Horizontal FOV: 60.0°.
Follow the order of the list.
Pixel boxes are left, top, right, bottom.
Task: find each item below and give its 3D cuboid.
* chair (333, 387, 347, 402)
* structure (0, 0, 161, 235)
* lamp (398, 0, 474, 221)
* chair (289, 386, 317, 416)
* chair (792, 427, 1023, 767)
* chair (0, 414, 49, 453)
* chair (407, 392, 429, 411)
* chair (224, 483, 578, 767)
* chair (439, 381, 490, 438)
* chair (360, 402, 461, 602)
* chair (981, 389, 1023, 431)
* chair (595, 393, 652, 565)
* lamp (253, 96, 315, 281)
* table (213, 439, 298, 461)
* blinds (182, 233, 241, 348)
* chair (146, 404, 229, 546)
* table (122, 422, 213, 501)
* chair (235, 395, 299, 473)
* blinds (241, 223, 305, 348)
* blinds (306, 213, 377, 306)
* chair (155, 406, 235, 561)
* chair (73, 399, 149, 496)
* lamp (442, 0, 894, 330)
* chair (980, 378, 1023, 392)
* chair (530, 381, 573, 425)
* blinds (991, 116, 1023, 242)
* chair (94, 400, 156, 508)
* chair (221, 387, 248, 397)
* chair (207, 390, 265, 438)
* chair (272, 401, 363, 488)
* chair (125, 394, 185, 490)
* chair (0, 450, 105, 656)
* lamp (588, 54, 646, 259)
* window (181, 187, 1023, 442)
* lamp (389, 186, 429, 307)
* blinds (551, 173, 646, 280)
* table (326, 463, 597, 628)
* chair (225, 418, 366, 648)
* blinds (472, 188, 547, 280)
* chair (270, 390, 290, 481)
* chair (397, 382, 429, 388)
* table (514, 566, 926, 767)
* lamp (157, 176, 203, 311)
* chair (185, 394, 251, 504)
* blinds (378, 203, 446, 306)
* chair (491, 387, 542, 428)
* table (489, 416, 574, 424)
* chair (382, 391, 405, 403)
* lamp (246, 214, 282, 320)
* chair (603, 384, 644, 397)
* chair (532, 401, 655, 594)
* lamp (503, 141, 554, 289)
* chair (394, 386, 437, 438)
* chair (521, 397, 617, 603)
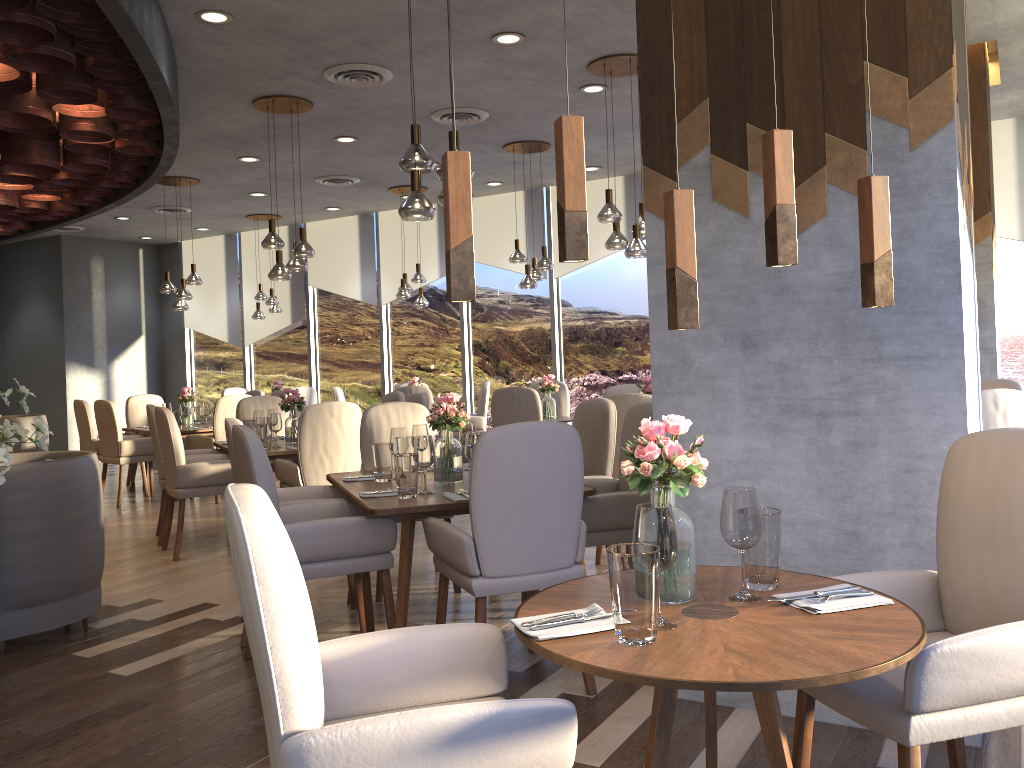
[{"bbox_3d":[-1.687,0.520,9.955,0.600,1.000,0.528,-2,0,-4],"label":"chair"},{"bbox_3d":[-4.102,-1.865,6.459,2.756,0.557,9.449,-3,2,-30],"label":"structure"},{"bbox_3d":[-0.366,-1.414,4.105,0.439,1.326,0.439,-2,0,15],"label":"lamp"},{"bbox_3d":[-2.734,0.533,11.034,0.599,1.000,0.528,-2,0,44],"label":"chair"},{"bbox_3d":[1.007,0.620,2.079,0.600,1.000,0.528,-2,0,-18],"label":"chair"},{"bbox_3d":[-5.103,0.751,9.134,0.595,0.837,0.774,-2,0,-10],"label":"chair"},{"bbox_3d":[-0.923,0.576,6.646,0.600,1.000,0.528,-2,0,-24],"label":"chair"},{"bbox_3d":[-0.227,0.676,1.723,0.600,1.000,0.528,-2,0,-17],"label":"chair"},{"bbox_3d":[-0.528,0.475,10.006,0.600,1.000,0.528,-2,0,-3],"label":"chair"},{"bbox_3d":[-0.586,0.608,4.902,0.528,1.000,0.599,-2,0,-17],"label":"chair"},{"bbox_3d":[2.188,0.516,4.359,0.528,1.000,0.599,-2,0,-13],"label":"chair"},{"bbox_3d":[0.730,0.545,5.418,0.528,1.000,0.600,-2,0,7],"label":"chair"},{"bbox_3d":[-1.687,-1.429,6.624,0.439,1.326,0.439,-2,0,35],"label":"lamp"},{"bbox_3d":[-1.627,0.770,6.601,0.965,0.666,1.306,-3,1,-27],"label":"table"},{"bbox_3d":[-4.453,-1.845,13.044,1.172,2.681,0.007,-2,0,30],"label":"blinds"},{"bbox_3d":[-2.370,0.633,6.565,0.600,1.000,0.528,-2,0,-24],"label":"chair"},{"bbox_3d":[-3.322,0.770,9.116,0.965,0.666,1.306,-3,1,-43],"label":"table"},{"bbox_3d":[-2.028,0.600,7.342,0.528,1.000,0.599,-2,0,-24],"label":"chair"},{"bbox_3d":[-3.371,-1.870,12.420,1.172,2.681,0.007,-2,0,30],"label":"blinds"},{"bbox_3d":[-2.306,-2.331,11.798,1.172,2.681,0.007,-2,0,30],"label":"blinds"},{"bbox_3d":[-2.101,0.636,6.063,0.600,1.000,0.528,-2,0,-31],"label":"chair"},{"bbox_3d":[-4.027,0.637,8.867,0.600,1.000,0.528,-2,0,-41],"label":"chair"},{"bbox_3d":[0.336,-1.084,1.926,1.161,1.932,0.118,-2,0,-15],"label":"lamp"},{"bbox_3d":[2.637,0.479,5.148,0.600,1.000,0.528,-2,0,-17],"label":"chair"},{"bbox_3d":[0.341,0.473,8.771,0.528,1.000,0.600,-2,0,11],"label":"chair"},{"bbox_3d":[4.186,-2.522,8.052,1.172,2.681,0.007,-2,0,30],"label":"blinds"},{"bbox_3d":[-3.624,0.632,8.465,0.528,1.000,0.600,-2,0,42],"label":"chair"},{"bbox_3d":[-3.557,0.543,11.852,0.599,1.000,0.528,-2,0,43],"label":"chair"},{"bbox_3d":[-3.050,0.577,9.780,0.528,1.000,0.600,-2,0,44],"label":"chair"},{"bbox_3d":[-1.257,0.609,5.862,0.528,1.000,0.599,-2,0,-29],"label":"chair"},{"bbox_3d":[-3.926,0.612,9.709,0.528,1.000,0.599,-2,0,-41],"label":"chair"},{"bbox_3d":[-2.298,0.769,4.285,0.596,0.837,0.774,-2,0,-40],"label":"chair"},{"bbox_3d":[0.760,-1.506,6.025,0.439,1.326,0.439,-2,0,37],"label":"lamp"},{"bbox_3d":[1.003,-0.848,6.722,8.062,3.199,16.119,-3,1,-15],"label":"window"},{"bbox_3d":[-1.148,-1.536,10.012,0.439,1.326,0.439,-2,0,23],"label":"lamp"},{"bbox_3d":[0.941,-2.552,9.923,1.172,2.681,0.007,-2,0,30],"label":"blinds"},{"bbox_3d":[-0.286,0.782,4.114,0.965,0.666,1.307,-2,1,-19],"label":"table"},{"bbox_3d":[-1.022,0.643,4.175,0.600,1.000,0.528,-2,0,-17],"label":"chair"},{"bbox_3d":[-0.153,-2.526,10.554,1.172,2.681,0.007,-2,0,30],"label":"blinds"},{"bbox_3d":[-2.665,0.573,9.365,0.600,1.000,0.528,-2,0,-41],"label":"chair"},{"bbox_3d":[-1.161,0.485,10.533,0.528,1.000,0.599,-2,0,-8],"label":"chair"},{"bbox_3d":[0.433,0.814,1.882,0.833,0.662,0.834,-2,1,21],"label":"table"},{"bbox_3d":[-3.416,-1.427,9.114,0.439,1.326,0.439,-2,0,-21],"label":"lamp"},{"bbox_3d":[-2.763,0.598,8.510,0.599,1.000,0.528,-2,0,44],"label":"chair"},{"bbox_3d":[-1.226,-2.356,11.175,1.172,2.681,0.007,-2,0,30],"label":"blinds"},{"bbox_3d":[0.094,0.512,7.637,0.528,1.000,0.600,-2,0,11],"label":"chair"},{"bbox_3d":[0.220,0.660,8.198,0.834,0.662,0.834,-2,1,-10],"label":"table"},{"bbox_3d":[-1.170,0.573,7.154,0.600,1.000,0.528,-2,0,-29],"label":"chair"},{"bbox_3d":[-3.182,-1.495,11.446,0.439,1.326,0.439,-2,0,29],"label":"lamp"},{"bbox_3d":[0.889,0.509,6.569,0.528,1.000,0.600,-2,0,6],"label":"chair"},{"bbox_3d":[0.413,0.591,4.070,0.600,1.000,0.528,-2,0,-17],"label":"chair"},{"bbox_3d":[0.163,-1.540,8.225,0.439,1.326,0.439,-2,0,32],"label":"lamp"},{"bbox_3d":[-1.040,0.511,9.378,0.528,1.000,0.599,-2,0,-7],"label":"chair"},{"bbox_3d":[0.231,0.585,4.605,0.600,1.000,0.528,-2,0,-22],"label":"chair"}]
